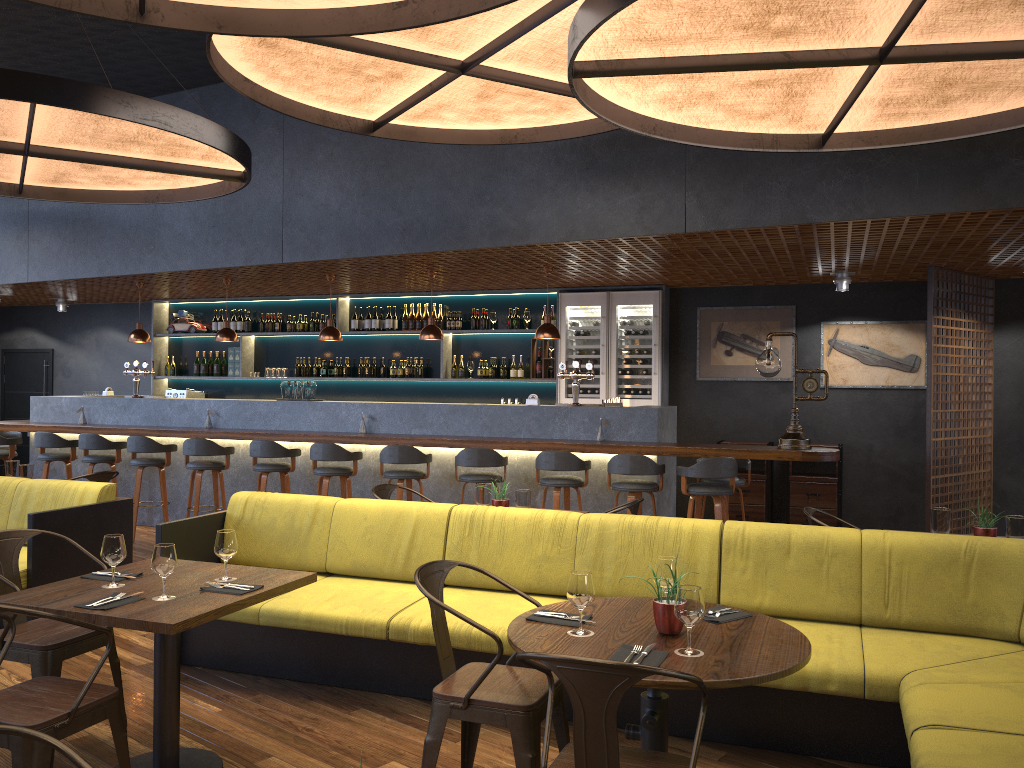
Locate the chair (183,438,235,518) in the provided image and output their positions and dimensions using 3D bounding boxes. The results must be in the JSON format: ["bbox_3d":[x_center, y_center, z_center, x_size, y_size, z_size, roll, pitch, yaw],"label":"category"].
[{"bbox_3d":[-3.004,1.045,8.707,0.483,1.048,0.438,1,0,40],"label":"chair"}]

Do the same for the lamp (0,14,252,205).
[{"bbox_3d":[-3.116,-2.174,5.704,2.778,1.475,2.778,1,0,-15],"label":"lamp"}]

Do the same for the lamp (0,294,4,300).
[{"bbox_3d":[-6.777,-1.096,11.588,0.228,0.172,0.228,1,0,20],"label":"lamp"}]

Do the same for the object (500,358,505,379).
[{"bbox_3d":[-0.109,-0.185,10.466,0.063,0.254,0.063,1,0,-17],"label":"object"}]

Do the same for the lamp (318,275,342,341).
[{"bbox_3d":[-1.879,-0.786,9.189,0.250,0.673,0.250,1,0,-37],"label":"lamp"}]

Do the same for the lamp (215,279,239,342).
[{"bbox_3d":[-3.097,-0.798,9.636,0.250,0.673,0.250,1,0,-37],"label":"lamp"}]

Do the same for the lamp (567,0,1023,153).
[{"bbox_3d":[1.646,-2.125,3.934,2.778,1.475,2.778,1,0,24],"label":"lamp"}]

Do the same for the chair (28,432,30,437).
[{"bbox_3d":[-5.894,1.015,11.239,0.438,1.048,0.483,1,0,-9],"label":"chair"}]

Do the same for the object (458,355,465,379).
[{"bbox_3d":[-0.608,-0.204,10.692,0.079,0.281,0.079,1,0,-1],"label":"object"}]

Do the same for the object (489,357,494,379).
[{"bbox_3d":[-0.241,-0.186,10.456,0.063,0.254,0.063,1,0,23],"label":"object"}]

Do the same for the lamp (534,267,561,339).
[{"bbox_3d":[0.339,-0.763,8.376,0.250,0.673,0.250,1,0,-37],"label":"lamp"}]

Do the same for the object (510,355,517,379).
[{"bbox_3d":[0.019,-0.198,10.462,0.079,0.281,0.079,1,0,-6],"label":"object"}]

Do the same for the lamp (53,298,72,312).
[{"bbox_3d":[-6.212,-1.090,12.244,0.228,0.172,0.228,1,0,20],"label":"lamp"}]

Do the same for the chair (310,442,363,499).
[{"bbox_3d":[-1.666,1.058,8.281,0.438,1.048,0.483,1,0,-41],"label":"chair"}]

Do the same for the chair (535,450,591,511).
[{"bbox_3d":[0.439,1.080,7.579,0.483,1.048,0.438,1,0,-9],"label":"chair"}]

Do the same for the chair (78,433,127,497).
[{"bbox_3d":[-4.288,1.032,9.303,0.483,1.048,0.438,1,0,-9],"label":"chair"}]

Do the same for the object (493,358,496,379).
[{"bbox_3d":[-0.219,-0.186,10.533,0.063,0.254,0.063,1,0,-42],"label":"object"}]

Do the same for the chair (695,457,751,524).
[{"bbox_3d":[1.829,1.094,7.742,0.483,1.048,0.438,1,0,-9],"label":"chair"}]

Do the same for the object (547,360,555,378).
[{"bbox_3d":[0.455,-0.168,10.273,0.097,0.206,0.097,1,0,-30],"label":"object"}]

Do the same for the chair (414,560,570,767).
[{"bbox_3d":[-0.084,1.138,3.259,0.541,0.917,0.504,1,0,20],"label":"chair"}]

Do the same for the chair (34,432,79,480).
[{"bbox_3d":[-4.852,1.026,9.496,0.483,1.048,0.438,1,0,-9],"label":"chair"}]

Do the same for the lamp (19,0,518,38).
[{"bbox_3d":[-0.919,-2.152,2.234,2.778,1.475,2.778,1,0,-21],"label":"lamp"}]

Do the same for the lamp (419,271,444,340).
[{"bbox_3d":[-0.795,-0.775,8.792,0.250,0.673,0.250,1,0,-37],"label":"lamp"}]

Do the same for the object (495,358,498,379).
[{"bbox_3d":[-0.199,-0.186,10.614,0.063,0.254,0.063,1,0,-17],"label":"object"}]

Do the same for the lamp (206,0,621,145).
[{"bbox_3d":[-0.277,-2.322,5.079,2.778,1.159,2.778,1,0,-20],"label":"lamp"}]

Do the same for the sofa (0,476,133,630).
[{"bbox_3d":[-4.174,1.100,6.086,3.061,0.914,0.966,1,0,20],"label":"sofa"}]

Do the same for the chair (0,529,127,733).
[{"bbox_3d":[-2.053,1.118,3.880,0.541,0.917,0.504,1,0,20],"label":"chair"}]

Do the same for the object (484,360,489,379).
[{"bbox_3d":[-0.314,-0.172,10.616,0.088,0.224,0.088,1,0,15],"label":"object"}]

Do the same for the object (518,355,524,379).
[{"bbox_3d":[0.107,-0.197,10.430,0.079,0.281,0.079,1,0,14],"label":"object"}]

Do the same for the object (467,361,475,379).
[{"bbox_3d":[-0.491,-0.165,10.592,0.097,0.206,0.097,1,0,-11],"label":"object"}]

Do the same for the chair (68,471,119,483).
[{"bbox_3d":[-3.289,1.106,6.711,0.541,0.917,0.504,1,0,20],"label":"chair"}]

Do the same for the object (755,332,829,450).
[{"bbox_3d":[2.261,0.050,7.171,0.566,0.944,0.263,1,0,13],"label":"object"}]

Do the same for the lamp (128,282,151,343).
[{"bbox_3d":[-4.217,-0.810,10.047,0.250,0.673,0.250,1,0,8],"label":"lamp"}]

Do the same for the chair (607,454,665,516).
[{"bbox_3d":[1.000,1.086,7.303,0.438,1.048,0.483,1,0,-41],"label":"chair"}]

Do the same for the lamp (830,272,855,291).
[{"bbox_3d":[3.215,-0.994,8.626,0.228,0.172,0.228,1,0,20],"label":"lamp"}]

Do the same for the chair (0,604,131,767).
[{"bbox_3d":[-1.633,1.122,2.993,0.504,0.917,0.541,1,0,20],"label":"chair"}]

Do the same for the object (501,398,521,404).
[{"bbox_3d":[0.002,0.410,10.478,0.310,0.492,0.204,1,0,20],"label":"object"}]

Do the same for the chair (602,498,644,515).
[{"bbox_3d":[0.524,1.145,5.409,0.541,0.917,0.504,1,0,20],"label":"chair"}]

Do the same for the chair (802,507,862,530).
[{"bbox_3d":[1.883,1.159,4.895,0.541,0.917,0.504,1,0,20],"label":"chair"}]

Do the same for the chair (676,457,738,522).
[{"bbox_3d":[1.557,1.091,7.110,0.483,1.048,0.438,1,0,12],"label":"chair"}]

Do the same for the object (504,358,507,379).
[{"bbox_3d":[-0.089,-0.185,10.547,0.063,0.254,0.063,1,0,28],"label":"object"}]

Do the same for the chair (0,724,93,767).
[{"bbox_3d":[-0.918,1.129,1.559,0.541,0.917,0.504,1,0,20],"label":"chair"}]

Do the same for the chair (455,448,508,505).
[{"bbox_3d":[-0.292,1.072,7.842,0.483,1.048,0.438,1,0,34],"label":"chair"}]

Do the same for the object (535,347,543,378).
[{"bbox_3d":[0.319,-0.247,10.322,0.091,0.369,0.092,1,0,-11],"label":"object"}]

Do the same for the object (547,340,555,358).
[{"bbox_3d":[0.457,-0.402,10.273,0.097,0.206,0.097,1,0,-30],"label":"object"}]

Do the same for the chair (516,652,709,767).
[{"bbox_3d":[0.282,1.142,2.455,0.504,0.917,0.541,1,0,20],"label":"chair"}]

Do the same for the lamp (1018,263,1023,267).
[{"bbox_3d":[4.626,-0.980,7.843,0.228,0.172,0.228,1,0,20],"label":"lamp"}]

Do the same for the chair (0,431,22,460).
[{"bbox_3d":[-6.129,1.013,10.597,0.483,1.048,0.438,1,0,-41],"label":"chair"}]

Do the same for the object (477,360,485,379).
[{"bbox_3d":[-0.366,-0.173,10.519,0.088,0.224,0.088,1,0,-10],"label":"object"}]

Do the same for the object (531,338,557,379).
[{"bbox_3d":[0.386,-0.292,10.296,0.300,0.475,0.161,1,0,20],"label":"object"}]

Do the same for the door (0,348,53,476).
[{"bbox_3d":[-7.255,0.500,13.282,1.012,2.056,0.137,1,0,20],"label":"door"}]

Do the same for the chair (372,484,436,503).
[{"bbox_3d":[-0.645,1.133,5.838,0.541,0.917,0.504,1,0,20],"label":"chair"}]

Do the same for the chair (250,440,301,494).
[{"bbox_3d":[-2.289,1.052,8.567,0.483,1.048,0.438,1,0,-9],"label":"chair"}]

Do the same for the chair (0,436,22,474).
[{"bbox_3d":[-5.641,1.018,9.738,0.483,1.048,0.438,1,0,-9],"label":"chair"}]

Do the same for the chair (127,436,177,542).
[{"bbox_3d":[-3.672,1.038,8.995,0.438,1.048,0.483,1,0,-41],"label":"chair"}]

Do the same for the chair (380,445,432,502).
[{"bbox_3d":[-0.962,1.066,8.065,0.483,1.048,0.438,1,0,-20],"label":"chair"}]
